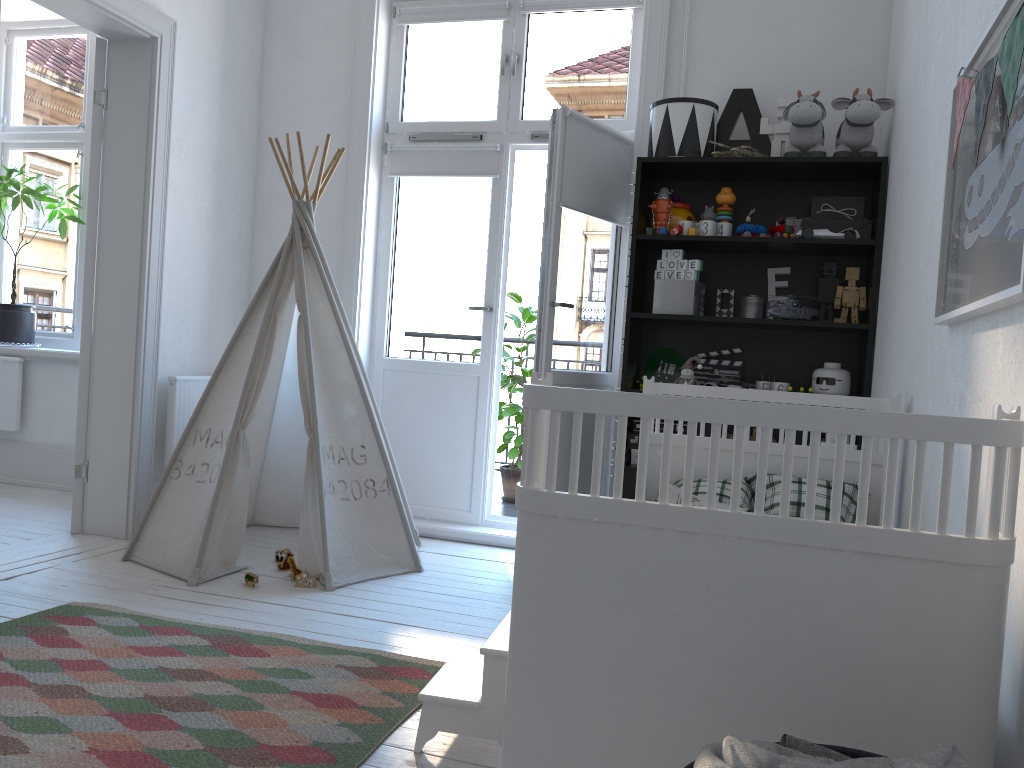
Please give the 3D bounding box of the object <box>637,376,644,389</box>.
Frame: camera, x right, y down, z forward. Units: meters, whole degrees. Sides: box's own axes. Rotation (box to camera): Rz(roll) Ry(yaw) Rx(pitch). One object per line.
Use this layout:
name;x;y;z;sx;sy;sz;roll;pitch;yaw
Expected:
object;0.541;-0.006;3.676;0.042;0.054;0.031;5;2;27

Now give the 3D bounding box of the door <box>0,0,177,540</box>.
door;-1.724;-0.441;3.548;0.505;2.178;1.465;4;2;1

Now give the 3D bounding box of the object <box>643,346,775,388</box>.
object;0.809;-0.027;3.675;0.542;0.239;0.093;4;2;17

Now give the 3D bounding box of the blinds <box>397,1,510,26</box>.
blinds;-0.283;-1.757;4.207;0.565;0.087;0.032;4;2;17

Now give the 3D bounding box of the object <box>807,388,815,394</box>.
object;1.128;0.042;3.357;0.031;0.054;0.042;3;2;-28

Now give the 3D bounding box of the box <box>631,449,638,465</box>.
box;0.606;0.300;3.632;0.215;0.062;0.179;4;1;17

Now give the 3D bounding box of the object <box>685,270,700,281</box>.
object;0.703;-0.422;3.461;0.040;0.040;0.040;2;2;-43

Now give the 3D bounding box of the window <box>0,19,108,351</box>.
window;-2.435;-1.139;5.110;1.357;1.902;0.094;4;2;17

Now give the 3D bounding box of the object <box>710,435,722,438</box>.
object;0.807;0.224;3.491;0.050;0.050;0.050;4;2;17

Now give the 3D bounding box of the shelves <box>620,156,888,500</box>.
shelves;0.914;-0.018;3.515;0.911;1.678;0.353;4;2;17

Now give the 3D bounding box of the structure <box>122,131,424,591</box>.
structure;-0.882;-0.169;3.614;1.143;1.750;1.143;4;2;-8

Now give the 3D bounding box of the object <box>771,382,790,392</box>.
object;1.033;0.027;3.417;0.067;0.067;0.067;5;2;31

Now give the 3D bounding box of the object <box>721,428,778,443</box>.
object;0.945;0.265;3.576;0.337;0.186;0.111;5;2;32

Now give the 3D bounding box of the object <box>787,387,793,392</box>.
object;1.052;0.037;3.356;0.042;0.054;0.031;3;2;-23

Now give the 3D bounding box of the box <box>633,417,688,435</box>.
box;0.615;0.178;3.629;0.215;0.062;0.179;4;1;17

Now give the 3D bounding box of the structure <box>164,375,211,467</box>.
structure;-1.384;0.192;4.099;0.075;0.460;0.635;4;2;13

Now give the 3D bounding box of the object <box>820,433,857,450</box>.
object;1.239;0.280;3.396;0.132;0.199;0.267;4;2;17

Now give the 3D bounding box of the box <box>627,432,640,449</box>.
box;0.593;0.238;3.635;0.215;0.062;0.179;4;1;17

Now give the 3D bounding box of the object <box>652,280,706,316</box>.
object;0.663;-0.338;3.527;0.170;0.138;0.124;5;2;32

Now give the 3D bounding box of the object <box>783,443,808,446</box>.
object;1.114;0.304;3.619;0.347;0.120;0.034;4;2;17

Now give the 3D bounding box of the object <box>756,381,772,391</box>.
object;0.990;0.023;3.479;0.067;0.067;0.067;5;2;31

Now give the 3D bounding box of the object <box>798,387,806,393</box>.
object;1.107;0.039;3.395;0.042;0.054;0.031;4;2;17

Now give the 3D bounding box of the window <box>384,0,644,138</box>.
window;-0.002;-1.486;4.146;1.262;0.660;0.101;4;2;17

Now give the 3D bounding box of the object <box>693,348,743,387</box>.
object;0.843;-0.055;3.638;0.200;0.199;0.048;4;2;17

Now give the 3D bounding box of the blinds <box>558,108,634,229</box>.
blinds;0.375;-0.889;3.724;0.032;0.390;0.565;5;2;37

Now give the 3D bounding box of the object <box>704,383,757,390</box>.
object;0.858;0.024;3.478;0.230;0.048;0.098;5;2;42

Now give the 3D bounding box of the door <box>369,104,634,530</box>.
door;-0.166;-0.240;3.952;1.263;1.839;0.636;4;2;19

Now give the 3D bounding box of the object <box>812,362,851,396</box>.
object;1.228;-0.001;3.411;0.139;0.162;0.139;4;2;-8

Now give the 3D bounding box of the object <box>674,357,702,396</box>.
object;0.677;-0.014;3.410;0.110;0.186;0.129;4;2;4

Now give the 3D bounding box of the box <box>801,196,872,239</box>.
box;1.261;-0.628;3.451;0.251;0.189;0.179;4;2;17

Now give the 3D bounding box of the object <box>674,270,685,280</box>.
object;0.664;-0.425;3.485;0.040;0.040;0.040;5;2;32

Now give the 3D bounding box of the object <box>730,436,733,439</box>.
object;0.883;0.230;3.470;0.050;0.050;0.050;5;2;37

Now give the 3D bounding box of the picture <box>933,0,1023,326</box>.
picture;0.801;-0.365;1.488;0.030;0.493;0.703;4;2;17

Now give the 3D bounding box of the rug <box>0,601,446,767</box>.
rug;-1.043;0.729;1.650;1.319;0.016;2.028;4;1;17

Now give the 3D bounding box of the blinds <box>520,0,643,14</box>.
blinds;0.312;-1.726;4.028;0.565;0.060;0.032;4;2;17

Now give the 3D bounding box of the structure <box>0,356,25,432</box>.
structure;-3.002;0.042;4.879;0.741;0.418;0.049;4;2;17

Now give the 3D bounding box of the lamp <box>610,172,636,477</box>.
lamp;0.908;-0.023;3.583;0.985;1.685;0.095;4;2;14

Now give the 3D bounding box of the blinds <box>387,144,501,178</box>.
blinds;-0.329;-1.065;4.229;0.565;0.158;0.032;4;2;17

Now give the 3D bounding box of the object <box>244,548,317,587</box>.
object;-0.727;0.571;3.484;0.385;0.284;0.856;4;1;9
